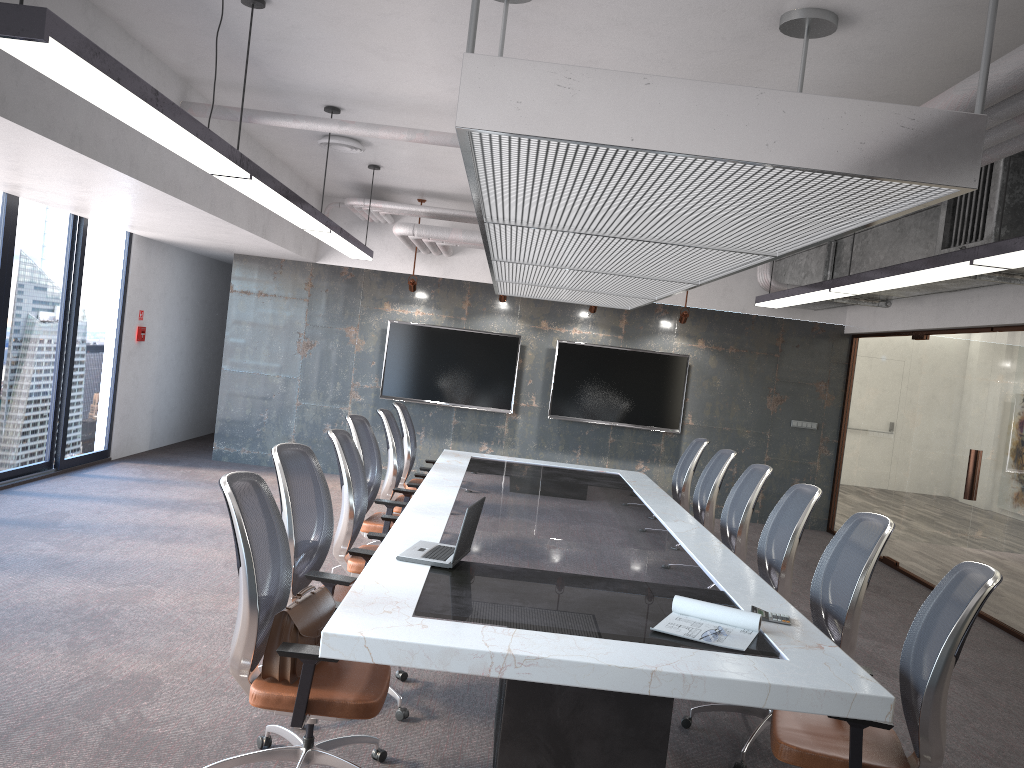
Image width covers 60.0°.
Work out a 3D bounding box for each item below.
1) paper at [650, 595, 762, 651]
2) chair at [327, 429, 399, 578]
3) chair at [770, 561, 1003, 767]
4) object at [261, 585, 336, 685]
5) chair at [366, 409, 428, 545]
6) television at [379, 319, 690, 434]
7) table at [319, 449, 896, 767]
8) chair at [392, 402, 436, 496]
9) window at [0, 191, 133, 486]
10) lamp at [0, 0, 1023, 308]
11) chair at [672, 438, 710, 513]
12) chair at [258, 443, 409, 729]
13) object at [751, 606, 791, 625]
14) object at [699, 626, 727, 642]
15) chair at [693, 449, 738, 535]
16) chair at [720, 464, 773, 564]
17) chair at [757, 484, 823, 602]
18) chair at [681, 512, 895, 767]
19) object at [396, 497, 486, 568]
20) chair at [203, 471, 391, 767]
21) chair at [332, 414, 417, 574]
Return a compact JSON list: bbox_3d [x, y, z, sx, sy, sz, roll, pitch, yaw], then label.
[{"bbox_3d":[0.759,0.922,3.438,0.348,0.069,0.379,8,2,25],"label":"paper"},{"bbox_3d":[-0.742,0.886,5.224,0.828,1.166,0.789,5,2,-36],"label":"chair"},{"bbox_3d":[1.281,1.191,3.255,0.828,1.166,0.789,6,2,-21],"label":"chair"},{"bbox_3d":[-0.781,0.915,3.320,0.138,0.308,0.378,7,2,11],"label":"object"},{"bbox_3d":[-0.747,0.819,7.118,0.828,1.166,0.789,5,2,-36],"label":"chair"},{"bbox_3d":[0.273,-0.090,10.758,3.667,0.960,0.101,7,2,0],"label":"television"},{"bbox_3d":[0.268,1.195,5.670,1.898,0.745,5.498,7,2,0],"label":"table"},{"bbox_3d":[-0.750,0.786,8.065,0.828,1.166,0.789,5,2,-36],"label":"chair"},{"bbox_3d":[-4.428,-0.328,5.374,0.121,2.670,9.225,7,2,0],"label":"window"},{"bbox_3d":[0.572,-1.309,5.497,4.126,0.908,6.097,7,2,0],"label":"lamp"},{"bbox_3d":[1.317,1.031,7.988,0.828,1.166,0.789,5,2,-36],"label":"chair"},{"bbox_3d":[-0.806,0.911,4.274,0.828,1.166,0.789,6,2,-26],"label":"chair"},{"bbox_3d":[1.085,0.969,3.717,0.161,0.026,0.126,7,2,14],"label":"object"},{"bbox_3d":[0.771,0.942,3.351,0.049,0.036,0.200,8,2,36],"label":"object"},{"bbox_3d":[1.320,1.064,7.041,0.828,1.166,0.789,5,2,-36],"label":"chair"},{"bbox_3d":[1.323,1.097,6.094,0.828,1.166,0.789,5,2,-36],"label":"chair"},{"bbox_3d":[1.325,1.131,5.147,0.828,1.166,0.789,5,2,-36],"label":"chair"},{"bbox_3d":[1.328,1.164,4.200,0.828,1.166,0.789,5,2,-36],"label":"chair"},{"bbox_3d":[-0.323,0.663,4.106,0.308,0.277,0.366,7,2,10],"label":"object"},{"bbox_3d":[-0.736,0.952,3.329,0.828,1.166,0.789,5,2,-36],"label":"chair"},{"bbox_3d":[-0.833,0.838,6.272,0.828,1.166,0.789,6,2,-30],"label":"chair"}]
